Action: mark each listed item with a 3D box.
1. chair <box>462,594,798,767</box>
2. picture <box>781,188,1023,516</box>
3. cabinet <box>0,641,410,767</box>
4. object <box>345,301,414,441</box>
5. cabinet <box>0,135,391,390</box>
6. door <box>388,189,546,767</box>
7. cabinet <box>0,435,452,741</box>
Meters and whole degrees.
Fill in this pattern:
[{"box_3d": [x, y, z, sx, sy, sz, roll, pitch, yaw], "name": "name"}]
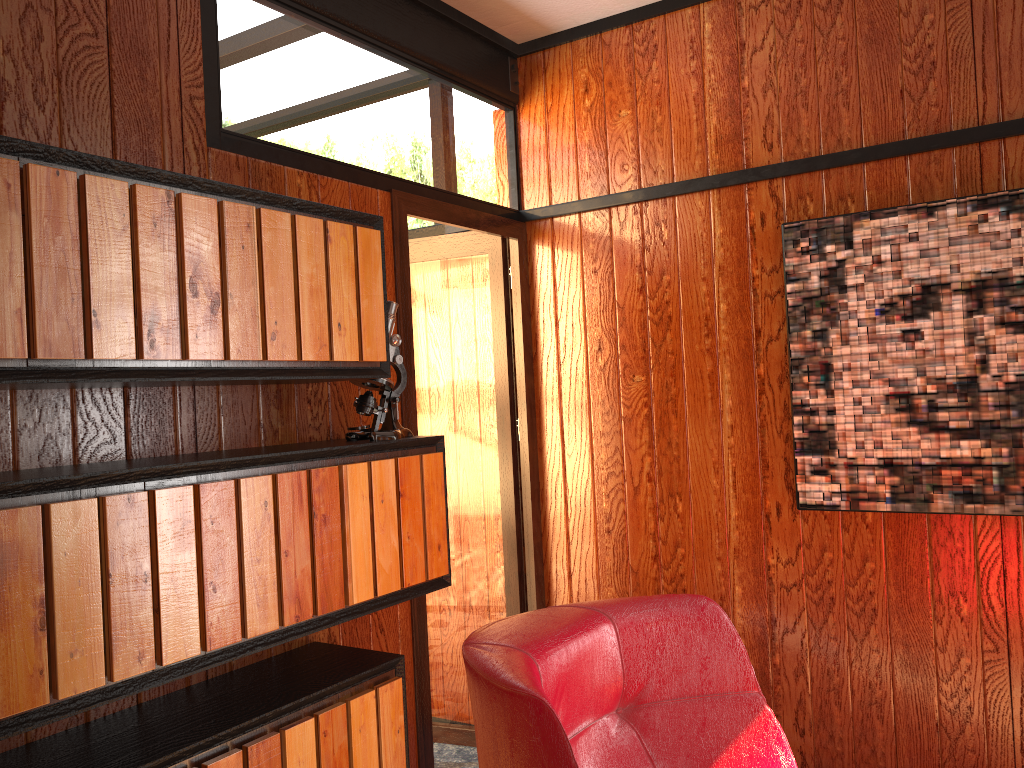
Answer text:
[{"box_3d": [0.335, 0.819, 1.146, 0.839, 0.956, 0.621, -3, -1, 33], "name": "chair"}, {"box_3d": [1.227, -0.076, 2.449, 0.916, 0.873, 0.061, -3, -1, 33], "name": "picture"}, {"box_3d": [-0.816, 0.865, 1.508, 0.321, 0.390, 1.653, -3, -1, 33], "name": "cabinet"}, {"box_3d": [-0.338, -0.037, 2.250, 0.181, 0.354, 0.142, -3, -1, -21], "name": "object"}, {"box_3d": [-0.869, -0.189, 1.522, 0.321, 0.390, 1.653, -3, -1, 33], "name": "cabinet"}, {"box_3d": [-0.409, 0.411, 3.126, 0.734, 1.955, 0.751, -3, -1, 33], "name": "door"}, {"box_3d": [-0.734, 0.348, 1.681, 0.321, 0.390, 1.653, -3, -1, 33], "name": "cabinet"}]
